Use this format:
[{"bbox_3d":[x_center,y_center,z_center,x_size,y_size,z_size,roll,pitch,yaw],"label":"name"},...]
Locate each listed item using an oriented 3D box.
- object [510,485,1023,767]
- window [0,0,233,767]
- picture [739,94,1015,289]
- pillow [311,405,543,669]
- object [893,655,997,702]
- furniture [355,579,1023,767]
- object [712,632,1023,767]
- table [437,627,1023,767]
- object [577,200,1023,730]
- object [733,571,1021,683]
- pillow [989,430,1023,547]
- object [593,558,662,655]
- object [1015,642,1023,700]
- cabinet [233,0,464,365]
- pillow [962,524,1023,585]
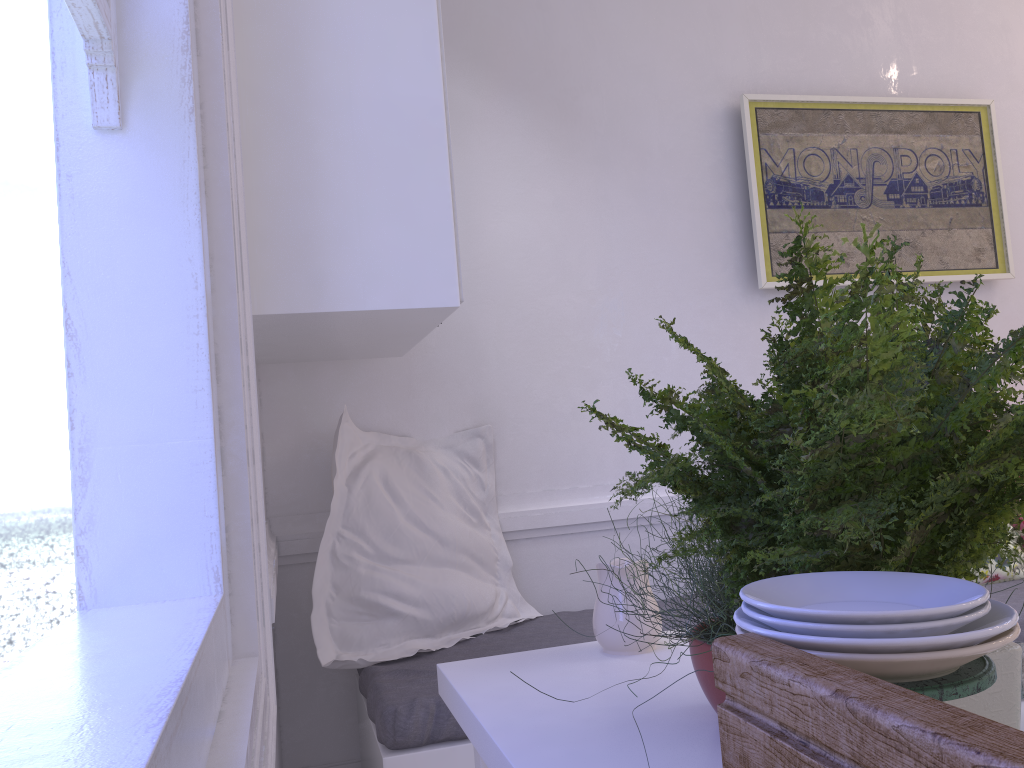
[{"bbox_3d":[0.316,0.240,1.091,0.531,0.367,0.668,-5,-4,10],"label":"object"},{"bbox_3d":[-0.413,-0.530,0.734,0.181,1.782,1.234,-4,-4,-15],"label":"window"},{"bbox_3d":[1.227,-0.644,2.942,0.971,0.629,0.020,-4,-4,-15],"label":"picture"},{"bbox_3d":[-0.268,0.364,2.376,0.677,0.642,0.374,-1,-5,-44],"label":"pillow"},{"bbox_3d":[0.241,0.274,0.549,0.185,0.208,0.159,-4,-4,-15],"label":"object"},{"bbox_3d":[1.253,0.787,2.460,3.296,0.508,0.769,-4,-4,-15],"label":"furniture"},{"bbox_3d":[0.176,0.254,0.373,0.028,0.237,0.294,-4,-4,-15],"label":"object"},{"bbox_3d":[0.441,0.691,0.829,0.736,0.619,1.514,-4,-4,-15],"label":"table"},{"bbox_3d":[0.304,0.119,0.728,0.368,0.527,0.438,-4,-4,-15],"label":"object"},{"bbox_3d":[0.222,0.148,0.550,0.163,0.047,0.164,-7,-5,35],"label":"object"},{"bbox_3d":[1.811,0.332,2.796,0.587,0.424,0.491,-4,-4,-12],"label":"pillow"},{"bbox_3d":[0.187,0.367,1.491,0.115,0.152,0.127,-2,-4,-32],"label":"object"},{"bbox_3d":[0.610,0.349,1.100,0.052,0.067,0.066,-4,-4,-14],"label":"object"},{"bbox_3d":[-0.419,-0.750,2.035,0.425,1.311,0.823,-4,-4,-15],"label":"cabinet"},{"bbox_3d":[1.149,0.371,2.626,0.592,0.447,0.509,-4,-4,-10],"label":"pillow"}]
